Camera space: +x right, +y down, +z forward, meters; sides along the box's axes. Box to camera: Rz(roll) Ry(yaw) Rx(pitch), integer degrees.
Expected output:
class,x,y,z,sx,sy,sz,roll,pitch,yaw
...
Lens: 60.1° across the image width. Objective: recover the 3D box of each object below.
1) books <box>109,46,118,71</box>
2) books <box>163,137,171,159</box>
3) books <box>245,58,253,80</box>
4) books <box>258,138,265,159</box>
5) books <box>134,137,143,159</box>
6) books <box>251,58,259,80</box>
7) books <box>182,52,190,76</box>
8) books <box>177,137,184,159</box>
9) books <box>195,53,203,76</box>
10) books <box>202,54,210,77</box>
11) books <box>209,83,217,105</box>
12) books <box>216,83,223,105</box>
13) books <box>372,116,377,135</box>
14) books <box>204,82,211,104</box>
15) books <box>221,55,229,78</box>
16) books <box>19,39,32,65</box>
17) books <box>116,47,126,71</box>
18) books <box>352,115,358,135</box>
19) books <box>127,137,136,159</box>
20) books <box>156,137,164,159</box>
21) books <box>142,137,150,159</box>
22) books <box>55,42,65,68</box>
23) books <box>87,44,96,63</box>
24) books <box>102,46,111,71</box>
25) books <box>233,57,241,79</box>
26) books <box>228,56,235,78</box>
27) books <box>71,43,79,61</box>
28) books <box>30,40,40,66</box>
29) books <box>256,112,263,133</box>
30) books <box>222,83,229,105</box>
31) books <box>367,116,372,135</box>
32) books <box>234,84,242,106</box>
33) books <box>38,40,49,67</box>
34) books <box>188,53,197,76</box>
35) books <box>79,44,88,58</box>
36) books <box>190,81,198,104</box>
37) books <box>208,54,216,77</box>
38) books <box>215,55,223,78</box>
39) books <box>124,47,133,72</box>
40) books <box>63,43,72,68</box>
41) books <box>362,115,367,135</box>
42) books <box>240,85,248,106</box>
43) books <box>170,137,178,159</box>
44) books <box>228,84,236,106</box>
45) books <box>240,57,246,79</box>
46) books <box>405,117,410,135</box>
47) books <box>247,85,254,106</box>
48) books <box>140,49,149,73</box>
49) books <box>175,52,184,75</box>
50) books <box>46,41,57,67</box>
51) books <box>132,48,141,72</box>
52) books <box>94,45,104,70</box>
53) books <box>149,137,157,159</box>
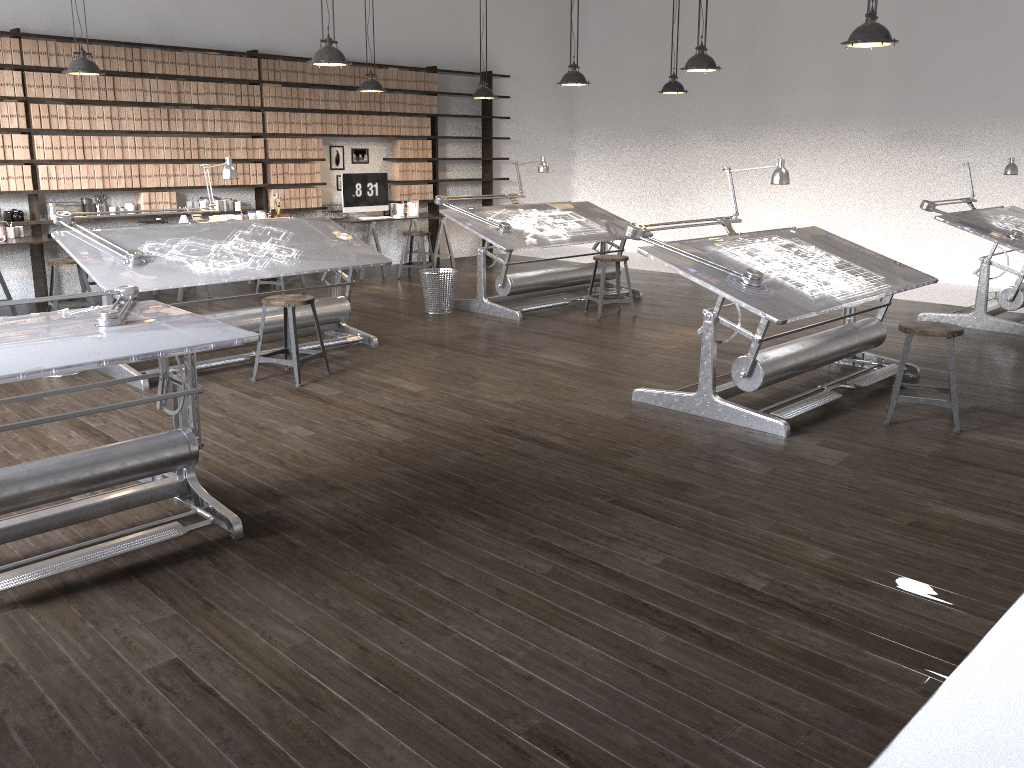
class,x,y,z,sx,sy,sz,roll,pitch,yaw
books,-3.824,-3.091,8.434,0.067,0.223,0.175,-12,17,-44
books,-3.504,-2.368,8.912,0.067,0.223,0.175,-12,17,-44
books,-2.835,-3.343,9.406,0.067,0.223,0.175,-12,18,-44
books,-2.768,-2.555,9.635,0.067,0.223,0.175,-12,17,-44
books,-3.704,-2.317,8.717,0.067,0.223,0.175,-12,17,-44
books,-2.782,-3.355,9.453,0.067,0.223,0.175,-12,17,-44
books,-3.321,-3.217,8.920,0.067,0.223,0.175,-12,18,-44
books,-3.411,-2.393,9.009,0.067,0.223,0.175,-12,17,-44
books,-3.221,-3.244,9.023,0.067,0.223,0.175,-12,17,-44
books,-3.175,-3.257,9.074,0.067,0.223,0.175,-12,18,-44
books,-3.130,-2.997,9.165,0.067,0.223,0.175,-12,18,-44
books,-3.087,-3.011,9.216,0.067,0.223,0.175,-12,17,-44
books,-1.696,-3.105,10.636,0.067,0.223,0.175,-12,17,-44
books,-3.181,-2.986,9.122,0.067,0.223,0.175,-12,17,-44
books,-3.022,-3.294,9.218,0.067,0.223,0.175,-12,18,-44
books,-4.358,-2.954,7.906,0.067,0.223,0.175,-12,18,-44
books,-3.771,-3.103,8.480,0.067,0.223,0.175,-12,18,-44
books,-1.895,-3.052,10.434,0.067,0.223,0.175,-12,18,-44
books,-3.756,-2.304,8.668,0.067,0.223,0.175,-12,18,-44
books,-3.557,-2.355,8.864,0.067,0.223,0.175,-12,17,-44
books,-3.657,-2.331,8.768,0.067,0.223,0.175,-12,18,-44
books,-4.164,-3.004,8.101,0.067,0.223,0.175,-12,17,-44
books,-3.968,-3.054,8.291,0.067,0.223,0.175,-12,17,-44
books,-3.874,-3.078,8.384,0.067,0.223,0.175,-12,17,-44
books,-2.929,-3.317,9.306,0.067,0.223,0.175,-12,17,-44
books,-2.979,-3.306,9.263,0.067,0.223,0.175,-12,18,-44
books,-4.061,-3.029,8.194,0.067,0.223,0.175,-12,18,-44
books,-4.310,-2.964,7.947,0.067,0.223,0.175,-12,17,-44
books,-2.773,-2.824,9.580,0.067,0.223,0.175,-12,17,-44
books,-3.037,-3.023,9.265,0.067,0.223,0.175,-12,17,-44
books,-1.750,-3.092,10.585,0.067,0.223,0.175,-12,17,-44
books,-2.937,-3.049,9.364,0.067,0.223,0.175,-12,18,-44
books,-4.259,-2.977,7.997,0.067,0.223,0.175,-12,18,-44
books,-3.270,-3.230,8.970,0.067,0.223,0.175,-12,17,-44
books,-4.011,-3.042,8.246,0.067,0.223,0.175,-12,17,-44
books,-3.274,-2.961,9.026,0.067,0.223,0.175,-12,18,-44
books,-3.124,-3.269,9.121,0.067,0.223,0.175,-12,18,-44
books,-3.072,-3.281,9.167,0.067,0.223,0.175,-12,17,-44
books,-3.725,-3.116,8.533,0.067,0.223,0.175,-12,18,-44
books,-4.114,-3.017,8.148,0.067,0.223,0.175,-12,17,-44
books,-1.800,-3.079,10.538,0.067,0.223,0.175,-12,17,-44
books,-2.880,-3.062,9.412,0.067,0.223,0.175,-12,17,-44
books,-3.452,-2.381,8.962,0.067,0.223,0.175,-12,18,-44
books,-2.984,-3.035,9.311,0.067,0.223,0.175,-12,18,-44
books,-2.885,-3.330,9.357,0.067,0.223,0.175,-12,18,-44
books,-1.349,-3.193,10.976,0.067,0.223,0.175,-12,18,-44
books,-2.832,-3.076,9.467,0.067,0.223,0.175,-12,18,-44
books,-3.619,-3.143,8.636,0.067,0.223,0.175,-12,18,-44
books,-3.369,-3.206,8.879,0.067,0.223,0.175,-12,17,-44
books,-4.211,-2.991,8.050,0.067,0.223,0.175,-12,18,-44
books,-3.668,-3.129,8.581,0.067,0.223,0.175,-12,17,-44
books,-3.918,-3.065,8.334,0.067,0.223,0.175,-12,18,-44
books,-3.609,-2.343,8.818,0.067,0.223,0.175,-12,18,-44
